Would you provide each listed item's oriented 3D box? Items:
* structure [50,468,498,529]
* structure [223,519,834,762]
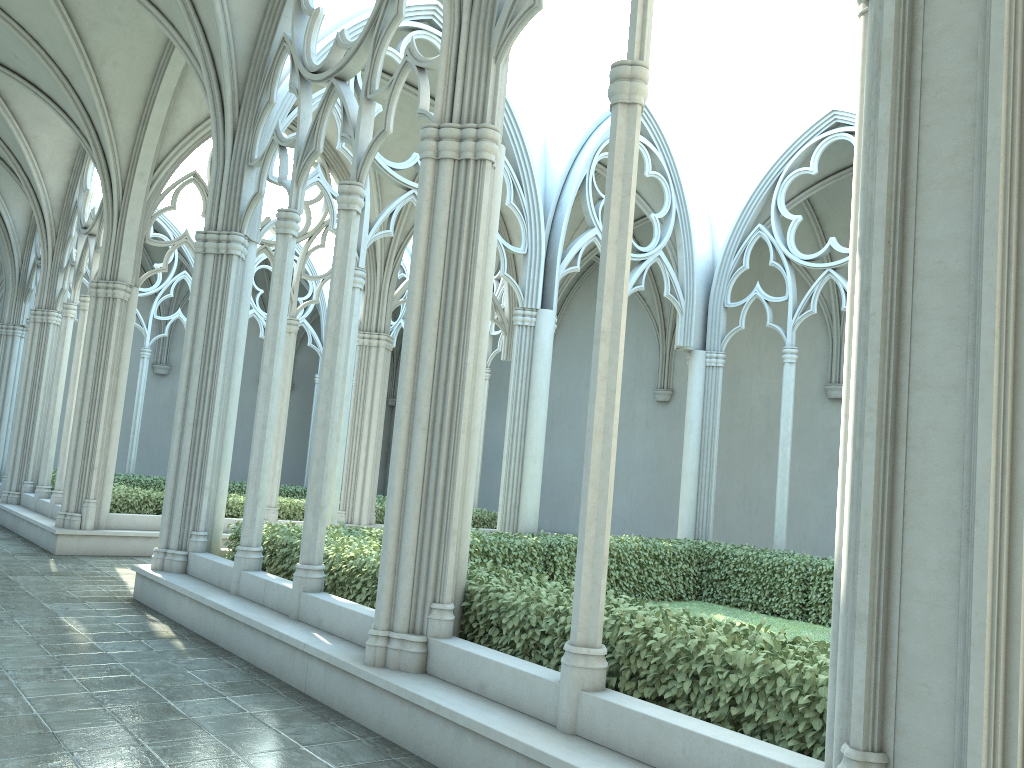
[{"bbox_3d":[-5.770,2.675,19.176,7.995,0.963,8.018,10,-8,-38],"label":"structure"},{"bbox_3d":[2.377,2.313,8.969,7.995,0.963,8.018,10,-8,-38],"label":"structure"}]
